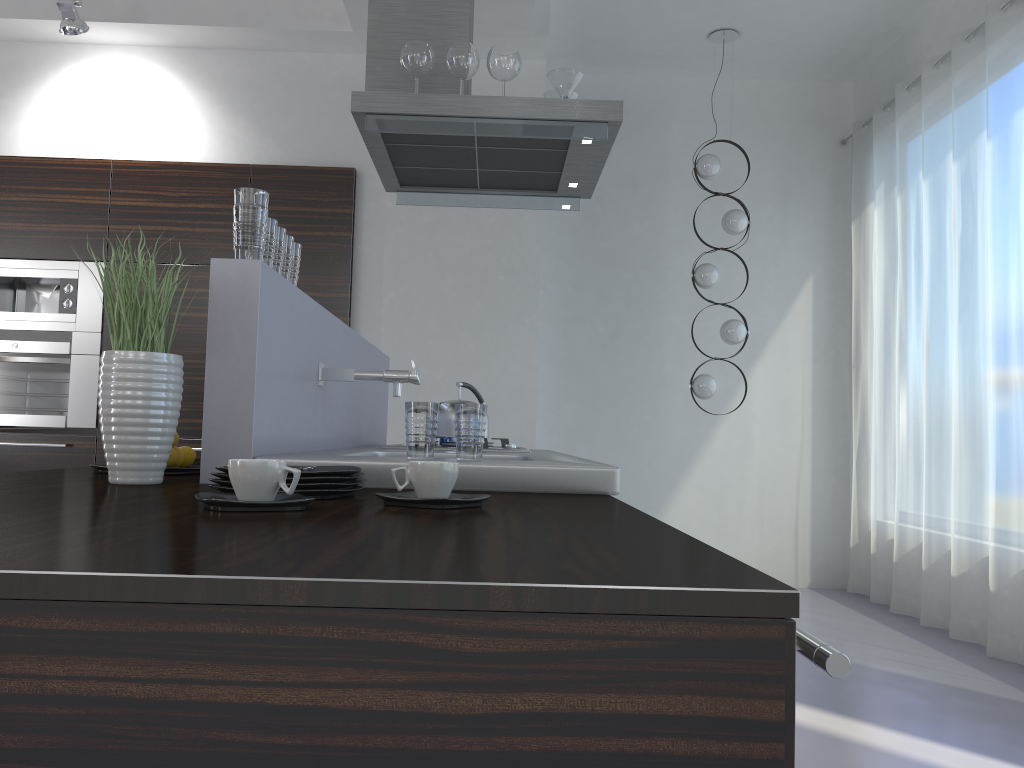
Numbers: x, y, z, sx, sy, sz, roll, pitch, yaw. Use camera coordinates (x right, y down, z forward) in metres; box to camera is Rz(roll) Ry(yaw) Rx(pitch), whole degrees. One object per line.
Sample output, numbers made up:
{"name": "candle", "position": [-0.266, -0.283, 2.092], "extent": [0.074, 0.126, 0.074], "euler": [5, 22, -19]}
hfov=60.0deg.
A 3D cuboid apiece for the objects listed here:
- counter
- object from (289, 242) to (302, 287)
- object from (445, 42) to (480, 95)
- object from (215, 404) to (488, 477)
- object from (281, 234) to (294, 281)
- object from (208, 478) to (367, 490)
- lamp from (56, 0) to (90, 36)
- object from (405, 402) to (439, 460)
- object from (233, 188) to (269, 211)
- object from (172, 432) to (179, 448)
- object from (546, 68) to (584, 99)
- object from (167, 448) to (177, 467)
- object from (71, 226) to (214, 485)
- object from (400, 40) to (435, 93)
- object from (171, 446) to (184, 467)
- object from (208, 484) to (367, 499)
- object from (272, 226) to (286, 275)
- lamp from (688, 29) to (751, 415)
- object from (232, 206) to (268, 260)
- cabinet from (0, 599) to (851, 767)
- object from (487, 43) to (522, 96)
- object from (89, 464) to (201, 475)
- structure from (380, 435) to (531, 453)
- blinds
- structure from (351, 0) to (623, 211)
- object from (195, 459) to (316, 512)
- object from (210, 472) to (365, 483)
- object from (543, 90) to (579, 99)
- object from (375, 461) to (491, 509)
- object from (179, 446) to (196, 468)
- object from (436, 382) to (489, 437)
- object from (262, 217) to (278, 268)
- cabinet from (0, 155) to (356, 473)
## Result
{"name": "counter", "position": [-0.452, 0.436, 2.280], "extent": [1.302, 1.300, 3.291], "euler": [2, -3, -1]}
{"name": "object", "position": [-0.555, -0.284, 2.174], "extent": [0.071, 0.119, 0.072], "euler": [5, -5, -41]}
{"name": "object", "position": [-0.175, -1.071, 3.109], "extent": [0.125, 0.221, 0.125], "euler": [0, -4, 24]}
{"name": "object", "position": [-0.295, 0.098, 1.672], "extent": [0.269, 0.147, 0.646], "euler": [0, -4, 24]}
{"name": "object", "position": [-0.553, -0.289, 2.093], "extent": [0.071, 0.119, 0.072], "euler": [-1, -4, 39]}
{"name": "object", "position": [-0.373, 0.169, 1.495], "extent": [0.232, 0.020, 0.232], "euler": [1, -3, 7]}
{"name": "lamp", "position": [-2.419, -2.090, 4.488], "extent": [0.171, 0.511, 0.605], "euler": [0, -4, 31]}
{"name": "object", "position": [-0.190, 0.098, 1.859], "extent": [0.071, 0.119, 0.072], "euler": [2, -3, -1]}
{"name": "object", "position": [-0.547, -0.342, 1.853], "extent": [0.071, 0.119, 0.072], "euler": [-1, -4, 39]}
{"name": "object", "position": [-0.792, 0.125, 2.021], "extent": [0.063, 0.048, 0.053], "euler": [4, -4, -35]}
{"name": "object", "position": [0.190, -1.030, 3.214], "extent": [0.137, 0.174, 0.137], "euler": [4, -4, -36]}
{"name": "object", "position": [-0.782, 0.164, 1.992], "extent": [0.063, 0.053, 0.051], "euler": [-1, -4, 39]}
{"name": "object", "position": [-0.727, -0.064, 1.681], "extent": [0.269, 0.502, 0.247], "euler": [-1, -5, 42]}
{"name": "object", "position": [-0.333, -1.075, 3.105], "extent": [0.125, 0.221, 0.125], "euler": [0, -4, 24]}
{"name": "object", "position": [-0.793, 0.171, 2.044], "extent": [0.071, 0.060, 0.057], "euler": [2, -3, 0]}
{"name": "object", "position": [-0.373, 0.179, 1.495], "extent": [0.232, 0.020, 0.232], "euler": [1, -3, 7]}
{"name": "object", "position": [-0.552, -0.294, 2.012], "extent": [0.071, 0.119, 0.072], "euler": [-1, -4, 39]}
{"name": "lamp", "position": [1.288, -0.993, 5.462], "extent": [0.367, 2.370, 0.180], "euler": [2, -3, -8]}
{"name": "object", "position": [-0.548, -0.303, 1.851], "extent": [0.071, 0.119, 0.072], "euler": [-1, -4, 39]}
{"name": "cabinet", "position": [-0.469, 0.659, 2.269], "extent": [1.377, 0.852, 3.285], "euler": [2, -3, -1]}
{"name": "object", "position": [-0.028, -1.066, 3.112], "extent": [0.125, 0.221, 0.125], "euler": [0, -4, 24]}
{"name": "object", "position": [-0.830, 0.197, 2.051], "extent": [0.232, 0.020, 0.232], "euler": [1, -3, 7]}
{"name": "structure", "position": [-0.200, 0.221, 3.389], "extent": [0.519, 0.055, 0.709], "euler": [2, -3, -1]}
{"name": "blinds", "position": [2.300, -0.274, 4.407], "extent": [0.120, 3.112, 3.245], "euler": [2, -3, -1]}
{"name": "structure", "position": [-0.075, -1.421, 3.488], "extent": [0.915, 1.231, 0.981], "euler": [2, -3, -1]}
{"name": "object", "position": [-0.356, 0.140, 1.232], "extent": [0.153, 0.069, 0.153], "euler": [3, -4, -28]}
{"name": "object", "position": [-0.373, 0.159, 1.496], "extent": [0.232, 0.020, 0.232], "euler": [2, -3, 2]}
{"name": "object", "position": [0.186, -1.019, 3.403], "extent": [0.137, 0.174, 0.137], "euler": [4, -4, -36]}
{"name": "object", "position": [-0.120, 0.155, 1.369], "extent": [0.153, 0.069, 0.153], "euler": [-1, -4, 32]}
{"name": "object", "position": [-0.781, 0.174, 2.101], "extent": [0.061, 0.054, 0.052], "euler": [5, -5, -44]}
{"name": "object", "position": [-0.191, 0.090, 3.203], "extent": [0.220, 0.196, 0.229], "euler": [2, -3, -9]}
{"name": "object", "position": [-0.550, -0.299, 1.932], "extent": [0.071, 0.119, 0.072], "euler": [-1, -4, 39]}
{"name": "cabinet", "position": [-2.755, -0.050, 5.335], "extent": [3.600, 2.500, 0.669], "euler": [2, -3, -1]}
